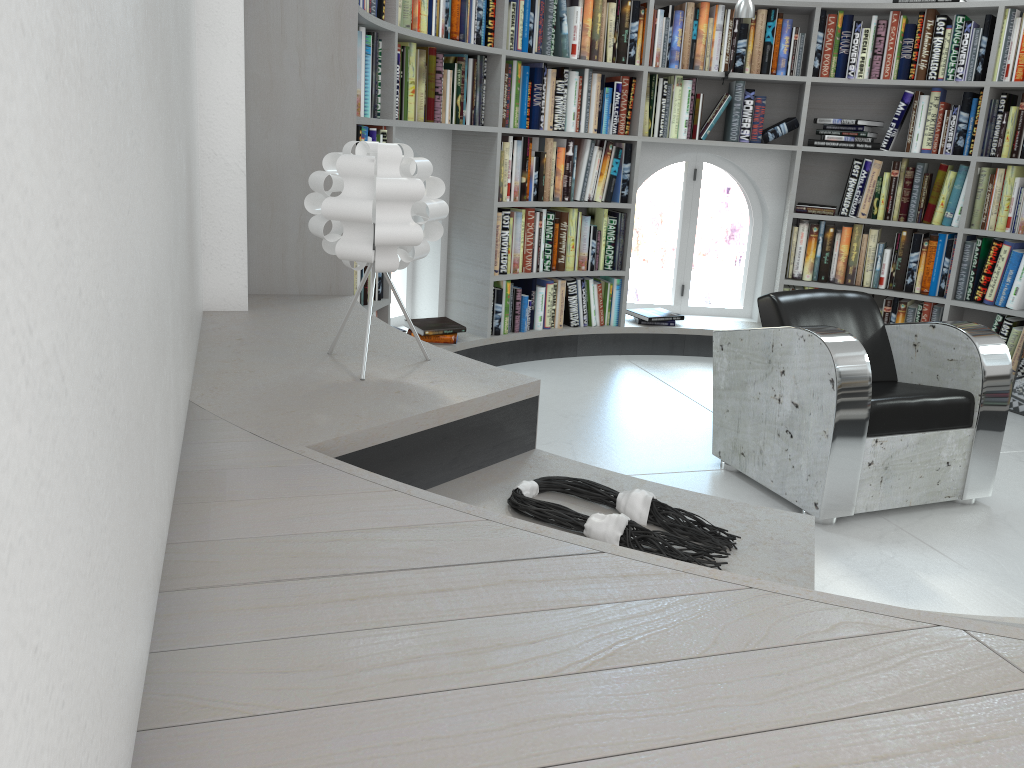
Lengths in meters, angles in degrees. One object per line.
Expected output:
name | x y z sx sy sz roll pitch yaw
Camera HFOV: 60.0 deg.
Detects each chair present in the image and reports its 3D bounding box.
chair | 1.313 0.038 3.442 0.823 0.714 0.746 -3 16 -22

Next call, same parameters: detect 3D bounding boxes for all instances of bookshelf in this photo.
bookshelf | 0.921 -1.046 4.411 4.333 1.867 2.123 -1 16 -17

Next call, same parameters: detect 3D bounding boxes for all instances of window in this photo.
window | 0.157 -0.865 5.149 3.235 1.143 0.621 -6 17 -31

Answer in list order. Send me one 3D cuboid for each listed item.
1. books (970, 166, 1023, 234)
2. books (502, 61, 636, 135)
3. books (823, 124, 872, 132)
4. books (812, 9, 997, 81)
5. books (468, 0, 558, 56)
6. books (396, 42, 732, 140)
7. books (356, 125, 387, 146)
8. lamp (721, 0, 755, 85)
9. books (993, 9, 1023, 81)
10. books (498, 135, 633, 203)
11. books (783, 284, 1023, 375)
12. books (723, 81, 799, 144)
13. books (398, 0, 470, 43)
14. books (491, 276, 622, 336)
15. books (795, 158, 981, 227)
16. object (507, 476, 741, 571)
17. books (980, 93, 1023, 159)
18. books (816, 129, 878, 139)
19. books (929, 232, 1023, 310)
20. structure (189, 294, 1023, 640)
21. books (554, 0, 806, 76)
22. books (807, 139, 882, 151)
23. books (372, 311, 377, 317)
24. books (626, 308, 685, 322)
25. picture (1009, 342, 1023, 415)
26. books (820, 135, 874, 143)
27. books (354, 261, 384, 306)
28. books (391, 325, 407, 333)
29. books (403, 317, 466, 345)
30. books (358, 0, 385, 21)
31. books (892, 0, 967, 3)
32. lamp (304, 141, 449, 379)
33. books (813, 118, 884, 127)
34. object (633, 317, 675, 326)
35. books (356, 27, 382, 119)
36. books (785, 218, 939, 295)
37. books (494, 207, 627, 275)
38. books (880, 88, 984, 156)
books | 2.849 -0.901 4.470 0.276 0.345 1.027 -6 18 -31
books | 0.239 -1.582 4.926 1.029 0.356 0.302 -6 18 -31
books | 1.949 -1.484 5.146 0.227 0.036 0.214 13 18 31
books | 2.136 -1.866 4.911 0.971 0.365 0.307 11 17 25
books | -0.067 -1.894 4.583 0.684 0.343 0.266 -10 20 -39
books | 0.166 -1.507 4.670 2.533 0.368 0.594 -8 19 -36
books | -0.665 -0.804 3.366 0.260 0.356 1.027 3 16 -1
lamp | 1.204 -1.932 4.821 0.113 0.562 0.360 1 15 -11
books | 2.880 -1.643 4.293 0.293 0.359 1.020 -7 19 -34
books | 0.238 -1.206 4.985 0.999 0.349 0.299 -7 18 -33
books | 2.256 -0.351 5.121 1.502 0.309 0.361 14 18 33
books | 1.469 -1.576 5.176 0.399 0.338 0.226 4 15 2
books | -0.464 -1.776 4.038 0.269 0.370 0.797 10 17 25
books | 0.193 -0.484 5.164 1.020 0.304 0.289 -7 18 -32
books | 2.145 -1.113 5.060 0.975 0.350 0.253 11 16 24
object | 0.206 0.264 1.736 0.474 0.081 0.219 14 19 34
books | 2.862 -1.271 4.378 0.280 0.355 1.058 -6 18 -31
books | 1.947 -1.454 5.154 0.286 0.031 0.270 13 18 31
books | 2.776 -0.550 4.611 0.304 0.356 1.190 -7 19 -35
structure | 1.277 0.075 3.325 4.719 0.688 4.733 11 18 26
books | 0.916 -1.967 5.012 1.565 0.364 0.396 0 15 -12
books | 1.943 -1.393 5.169 0.388 0.042 0.367 10 17 21
books | -0.744 -0.107 3.606 0.283 0.317 0.925 4 16 0
books | 0.883 -0.429 5.494 0.269 0.029 0.254 -5 18 -26
picture | 2.785 -0.201 4.316 0.090 0.857 0.582 -4 16 -27
books | 1.945 -1.425 5.161 0.286 0.031 0.271 8 16 17
books | -0.683 -0.200 3.247 0.390 0.690 1.653 2 16 -8
books | -0.676 -0.260 4.409 0.214 0.036 0.228 -10 21 -39
books | -0.409 -0.279 4.678 0.318 0.099 0.294 -1 16 -16
books | -0.649 -1.542 3.186 0.300 0.359 1.040 3 16 -2
books | 2.296 -2.074 4.850 0.337 0.036 0.318 14 19 33
lamp | -0.320 -0.300 2.086 0.306 0.521 0.307 -5 17 -28
books | 1.951 -1.515 5.139 0.270 0.031 0.287 -8 20 -36
object | 0.882 -0.400 5.502 0.226 0.036 0.215 3 16 -1
books | -0.686 -1.175 3.297 0.303 0.345 1.096 3 16 -2
books | 2.051 -0.762 5.198 0.873 0.348 0.273 10 16 23
books | 0.226 -0.836 5.088 1.033 0.355 0.294 -6 18 -32
books | 2.356 -1.452 4.910 0.554 0.348 0.257 12 17 28
